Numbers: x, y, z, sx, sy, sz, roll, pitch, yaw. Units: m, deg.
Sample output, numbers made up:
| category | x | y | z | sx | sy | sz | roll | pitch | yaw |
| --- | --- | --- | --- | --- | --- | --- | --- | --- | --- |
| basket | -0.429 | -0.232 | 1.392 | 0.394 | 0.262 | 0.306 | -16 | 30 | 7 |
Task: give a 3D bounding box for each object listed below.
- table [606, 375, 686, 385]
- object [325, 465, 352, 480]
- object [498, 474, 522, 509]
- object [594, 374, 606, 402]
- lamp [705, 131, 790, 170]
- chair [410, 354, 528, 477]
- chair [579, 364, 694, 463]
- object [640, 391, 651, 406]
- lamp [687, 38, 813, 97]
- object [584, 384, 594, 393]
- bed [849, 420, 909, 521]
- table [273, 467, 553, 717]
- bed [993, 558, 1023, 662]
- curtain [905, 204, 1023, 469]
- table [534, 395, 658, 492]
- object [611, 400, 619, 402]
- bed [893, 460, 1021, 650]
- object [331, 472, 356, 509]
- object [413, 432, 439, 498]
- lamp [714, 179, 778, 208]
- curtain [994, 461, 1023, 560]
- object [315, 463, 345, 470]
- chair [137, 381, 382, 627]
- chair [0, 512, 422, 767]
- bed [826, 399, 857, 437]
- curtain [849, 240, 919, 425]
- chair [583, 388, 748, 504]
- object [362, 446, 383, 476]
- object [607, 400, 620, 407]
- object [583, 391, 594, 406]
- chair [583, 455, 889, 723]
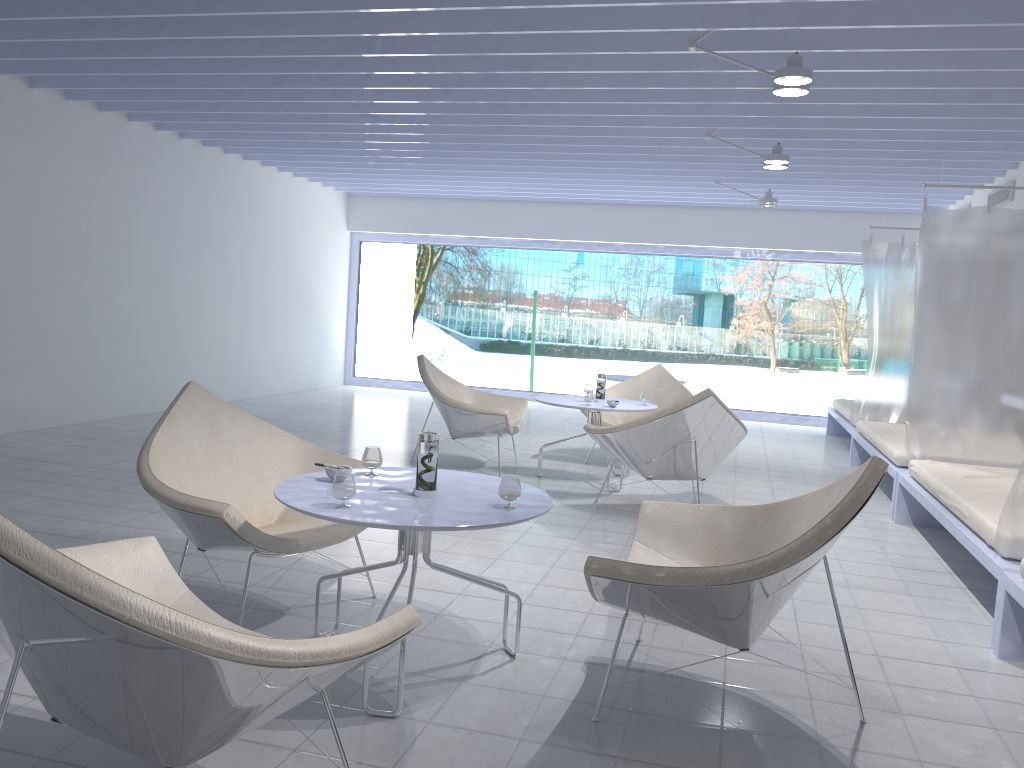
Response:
| category | x | y | z | sx | sy | sz | roll | pitch | yaw |
| --- | --- | --- | --- | --- | --- | --- | --- | --- | --- |
| table | 1.239 | 0.217 | 8.545 | 0.823 | 0.534 | 0.825 | 1 | 5 | -29 |
| object | -0.539 | 0.280 | 2.751 | 0.082 | 0.043 | 0.082 | 5 | 5 | 16 |
| object | -0.006 | 0.307 | 2.530 | 0.068 | 0.091 | 0.068 | 4 | 5 | 4 |
| object | 0.592 | 0.025 | 5.906 | 0.075 | 0.189 | 0.075 | 4 | 5 | 6 |
| lamp | 1.656 | -1.663 | 6.264 | 0.587 | 0.218 | 0.380 | 5 | 5 | 14 |
| chair | -0.327 | 0.194 | 6.178 | 0.753 | 0.759 | 0.906 | 4 | 5 | 10 |
| chair | 1.016 | 0.229 | 6.805 | 0.906 | 0.759 | 0.753 | 6 | 5 | 25 |
| object | 0.883 | 0.096 | 5.862 | 0.068 | 0.091 | 0.068 | 4 | 5 | 7 |
| lamp | 1.132 | -1.534 | 4.245 | 0.587 | 0.218 | 0.380 | 5 | 5 | 14 |
| object | 0.533 | 0.049 | 6.168 | 0.068 | 0.091 | 0.068 | 7 | 6 | 37 |
| bed | 3.515 | 0.616 | 6.074 | 2.016 | 0.427 | 2.200 | 5 | 5 | 14 |
| table | -0.306 | 0.591 | 2.682 | 0.825 | 0.534 | 0.823 | 3 | 5 | -9 |
| bed | 2.406 | 0.889 | 1.808 | 2.016 | 0.427 | 2.200 | 5 | 5 | 14 |
| curtain | 3.283 | -0.184 | 4.935 | 1.998 | 1.559 | 0.125 | 5 | 5 | 13 |
| table | 0.538 | 0.384 | 5.918 | 0.825 | 0.534 | 0.823 | 4 | 5 | 5 |
| object | 0.645 | 0.108 | 5.574 | 0.012 | 0.016 | 0.098 | 2 | 5 | -19 |
| bed | 2.977 | 0.756 | 3.939 | 2.022 | 0.422 | 2.200 | 5 | 5 | 14 |
| object | -0.456 | 0.289 | 2.406 | 0.068 | 0.091 | 0.068 | 4 | 5 | 4 |
| object | -0.251 | 0.238 | 2.622 | 0.075 | 0.185 | 0.075 | 2 | 5 | -23 |
| lamp | 2.186 | -1.793 | 8.302 | 0.587 | 0.218 | 0.380 | 5 | 5 | 14 |
| curtain | 2.693 | -0.072 | 2.819 | 2.050 | 1.552 | 0.151 | 5 | 5 | 14 |
| object | -0.567 | 0.257 | 2.761 | 0.098 | 0.016 | 0.012 | 5 | 5 | 14 |
| chair | -0.942 | 0.396 | 3.173 | 0.753 | 0.759 | 0.906 | 7 | 5 | 32 |
| chair | -0.746 | 0.525 | 1.736 | 0.906 | 0.759 | 0.753 | 6 | 5 | 29 |
| bed | 4.086 | 0.483 | 8.205 | 2.022 | 0.422 | 2.200 | 5 | 5 | 14 |
| curtain | 3.803 | -0.344 | 7.086 | 2.050 | 1.552 | 0.151 | 5 | 5 | 14 |
| chair | 0.929 | 0.367 | 5.023 | 0.906 | 0.759 | 0.753 | 2 | 5 | -16 |
| object | -0.454 | 0.250 | 2.880 | 0.068 | 0.091 | 0.068 | 4 | 5 | 4 |
| object | 0.638 | 0.125 | 5.607 | 0.082 | 0.043 | 0.082 | 2 | 5 | -17 |
| object | 0.484 | 0.091 | 5.601 | 0.068 | 0.091 | 0.068 | 8 | 6 | 43 |
| chair | 0.671 | 0.547 | 2.592 | 0.753 | 0.759 | 0.906 | 5 | 5 | 18 |
